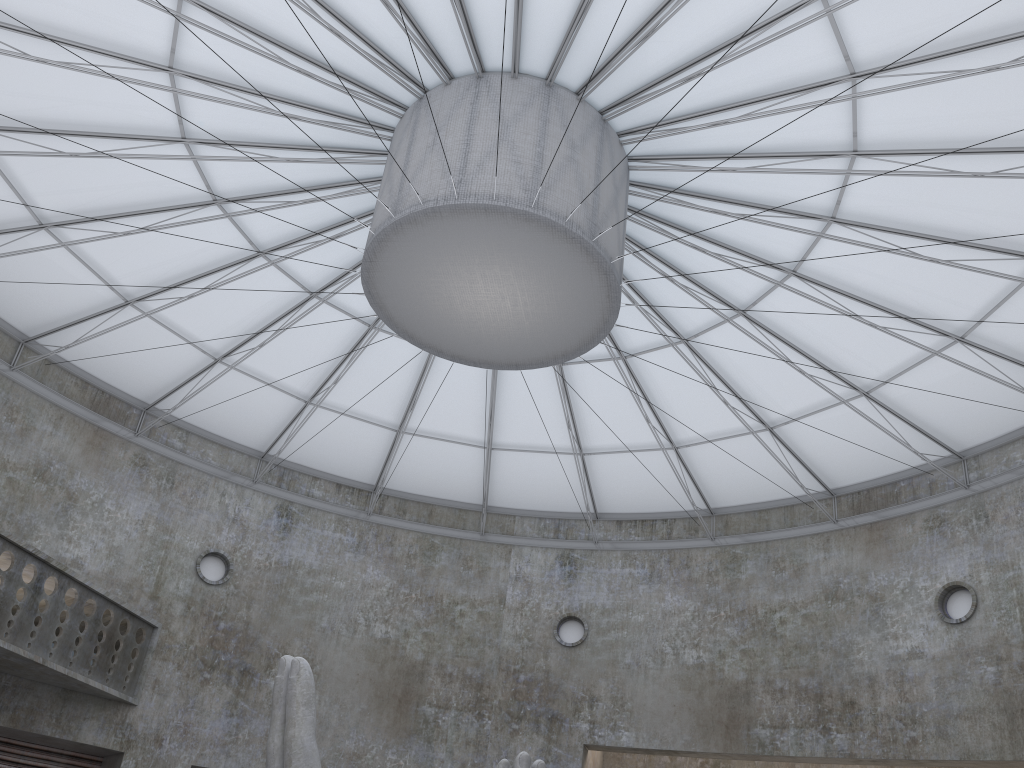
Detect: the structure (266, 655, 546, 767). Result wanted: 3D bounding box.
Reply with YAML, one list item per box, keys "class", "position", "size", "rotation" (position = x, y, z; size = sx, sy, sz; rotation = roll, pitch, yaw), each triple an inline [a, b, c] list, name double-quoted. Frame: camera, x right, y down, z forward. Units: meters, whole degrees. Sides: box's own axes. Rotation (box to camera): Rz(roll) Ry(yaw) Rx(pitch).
- class: "structure"
  position: [0.259, 8.491, 16.500]
  size: [10.854, 5.573, 15.822]
  rotation: [22, -34, -24]
